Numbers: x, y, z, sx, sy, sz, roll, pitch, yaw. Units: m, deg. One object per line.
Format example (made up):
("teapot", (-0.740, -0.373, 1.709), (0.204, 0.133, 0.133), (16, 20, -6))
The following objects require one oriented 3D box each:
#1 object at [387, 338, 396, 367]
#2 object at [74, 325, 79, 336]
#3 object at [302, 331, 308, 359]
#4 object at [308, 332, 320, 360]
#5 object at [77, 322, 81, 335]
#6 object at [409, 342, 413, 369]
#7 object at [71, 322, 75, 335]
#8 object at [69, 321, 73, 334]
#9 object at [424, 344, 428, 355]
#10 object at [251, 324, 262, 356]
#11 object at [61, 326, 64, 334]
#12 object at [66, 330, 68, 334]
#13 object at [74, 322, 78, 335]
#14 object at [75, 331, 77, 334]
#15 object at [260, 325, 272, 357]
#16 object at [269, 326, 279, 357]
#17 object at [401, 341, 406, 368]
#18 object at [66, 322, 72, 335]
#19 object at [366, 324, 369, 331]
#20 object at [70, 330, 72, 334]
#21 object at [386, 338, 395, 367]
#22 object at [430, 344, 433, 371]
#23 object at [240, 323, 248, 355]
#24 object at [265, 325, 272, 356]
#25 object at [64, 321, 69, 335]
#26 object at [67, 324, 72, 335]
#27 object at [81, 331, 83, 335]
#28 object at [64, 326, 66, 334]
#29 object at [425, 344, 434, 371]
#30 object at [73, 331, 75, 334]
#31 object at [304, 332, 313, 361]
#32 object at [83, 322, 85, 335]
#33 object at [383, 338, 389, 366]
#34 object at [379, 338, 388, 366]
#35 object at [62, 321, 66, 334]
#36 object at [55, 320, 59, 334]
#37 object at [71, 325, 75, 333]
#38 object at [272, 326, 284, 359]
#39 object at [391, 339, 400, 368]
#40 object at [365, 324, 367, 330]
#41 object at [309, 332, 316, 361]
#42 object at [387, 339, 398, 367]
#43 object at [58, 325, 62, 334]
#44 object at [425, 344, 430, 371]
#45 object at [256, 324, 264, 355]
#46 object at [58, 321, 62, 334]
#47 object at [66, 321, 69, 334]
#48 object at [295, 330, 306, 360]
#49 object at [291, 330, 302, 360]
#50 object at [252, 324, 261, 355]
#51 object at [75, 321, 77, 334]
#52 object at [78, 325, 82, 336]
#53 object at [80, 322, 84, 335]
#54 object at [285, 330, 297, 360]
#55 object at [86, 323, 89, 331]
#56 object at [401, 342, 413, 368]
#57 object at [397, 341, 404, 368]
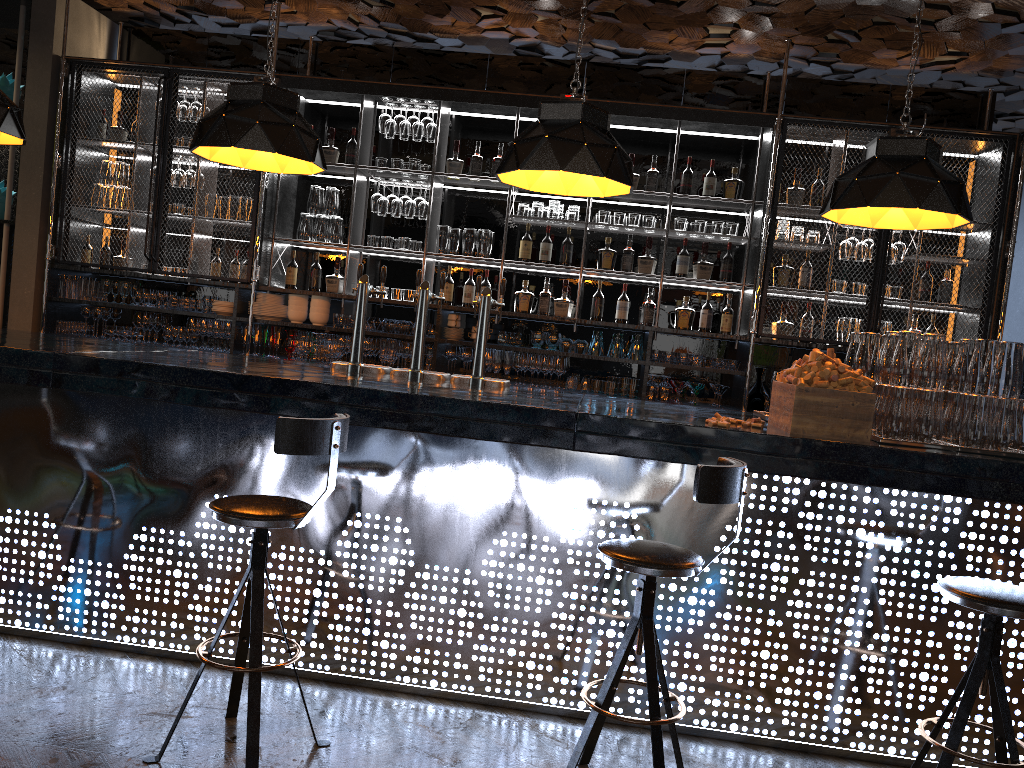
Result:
("object", (-0.914, -0.226, 6.653), (0.071, 0.226, 0.071), (5, 3, -23))
("object", (-3.271, -0.403, 6.655), (0.034, 0.080, 0.034), (4, 4, -27))
("object", (-1.581, -0.294, 6.702), (0.082, 0.213, 0.082), (5, 3, -18))
("object", (-1.486, -0.283, 6.691), (0.082, 0.213, 0.082), (8, 4, 36))
("object", (-3.304, -0.422, 6.759), (0.031, 0.098, 0.031), (8, 4, 27))
("object", (-0.736, -0.193, 6.478), (0.092, 0.218, 0.092), (4, 4, -34))
("object", (-3.311, -0.419, 6.685), (0.031, 0.098, 0.031), (4, 4, -33))
("object", (-3.349, -0.425, 6.719), (0.033, 0.101, 0.033), (5, 3, -13))
("object", (-0.655, -0.181, 6.417), (0.071, 0.217, 0.071), (7, 3, 14))
("object", (-1.885, -0.326, 6.543), (0.073, 0.229, 0.073), (6, 3, -6))
("object", (-3.393, -0.427, 6.691), (0.028, 0.097, 0.028), (8, 4, 30))
("object", (-3.387, -0.431, 6.761), (0.028, 0.097, 0.028), (8, 4, 30))
("object", (-3.310, -0.420, 6.719), (0.031, 0.098, 0.031), (4, 4, -39))
("object", (-3.373, -0.435, 6.858), (0.028, 0.097, 0.028), (7, 3, 10))
("object", (-1.805, -0.314, 6.485), (0.073, 0.229, 0.073), (6, 3, -6))
("object", (-1.753, -0.312, 6.548), (0.073, 0.229, 0.073), (6, 3, -6))
("object", (-0.814, -0.209, 6.619), (0.092, 0.218, 0.092), (4, 4, -34))
("object", (-3.319, -0.417, 6.645), (0.031, 0.098, 0.031), (5, 3, -21))
("object", (-1.073, -0.417, 6.507), (0.049, 0.048, 0.044), (6, 3, -7))
("object", (-3.381, -0.432, 6.793), (0.028, 0.097, 0.028), (9, 4, 40))
("object", (-0.912, -0.222, 6.573), (0.071, 0.226, 0.071), (5, 3, -23))
("object", (-0.598, -0.184, 6.575), (0.071, 0.217, 0.071), (7, 3, 14))
("object", (-1.952, -0.329, 6.479), (0.073, 0.229, 0.073), (6, 3, -6))
("object", (-1.801, -0.321, 6.618), (0.073, 0.229, 0.073), (6, 3, -6))
("object", (-3.322, -0.415, 6.607), (0.031, 0.098, 0.031), (9, 4, 44))
("object", (-3.278, -0.399, 6.563), (0.034, 0.080, 0.034), (7, 3, 19))
("object", (-3.331, -0.432, 6.883), (0.033, 0.101, 0.033), (4, 4, -30))
("object", (-3.389, -0.429, 6.724), (0.028, 0.097, 0.028), (6, 3, 3))
("object", (-0.597, -0.172, 6.372), (0.071, 0.217, 0.071), (7, 3, 14))
("object", (-3.376, -0.433, 6.829), (0.028, 0.097, 0.028), (5, 3, -20))
("object", (-1.507, -0.275, 6.514), (0.082, 0.213, 0.082), (5, 3, -18))
("object", (-3.299, -0.425, 6.832), (0.031, 0.098, 0.031), (4, 4, -38))
("object", (-0.925, -0.218, 6.481), (0.071, 0.226, 0.071), (5, 3, -23))
("object", (-0.932, -0.214, 6.397), (0.071, 0.226, 0.071), (5, 3, -23))
("object", (-3.357, -0.421, 6.638), (0.033, 0.101, 0.033), (5, 3, -14))
("object", (-3.400, -0.425, 6.625), (0.028, 0.097, 0.028), (6, 3, -5))
("object", (-3.275, -0.401, 6.606), (0.034, 0.080, 0.034), (4, 4, -30))
("object", (-1.709, -0.303, 6.471), (0.073, 0.229, 0.073), (6, 3, -6))
("object", (-0.855, -0.208, 6.431), (0.071, 0.226, 0.071), (5, 3, -23))
("object", (-1.085, -0.416, 6.459), (0.044, 0.048, 0.049), (9, 4, 38))
("object", (-1.490, -0.279, 6.605), (0.082, 0.213, 0.082), (8, 3, 26))
("object", (-0.864, -0.204, 6.351), (0.071, 0.226, 0.071), (5, 3, -23))
("object", (-3.395, -0.426, 6.658), (0.028, 0.097, 0.028), (4, 4, -35))
("object", (-0.617, -0.181, 6.497), (0.071, 0.217, 0.071), (7, 3, 14))
("object", (-1.909, -0.338, 6.730), (0.073, 0.229, 0.073), (6, 3, -6))
("object", (-3.363, -0.419, 6.593), (0.033, 0.101, 0.033), (8, 4, 30))
("object", (-3.354, -0.423, 6.676), (0.033, 0.101, 0.033), (6, 3, -3))
("object", (-1.586, -0.289, 6.613), (0.082, 0.213, 0.082), (4, 4, -35))
("object", (-1.597, -0.286, 6.526), (0.082, 0.213, 0.082), (6, 3, -2))
("object", (-1.916, -0.333, 6.622), (0.073, 0.229, 0.073), (6, 3, -6))
("object", (-3.343, -0.429, 6.803), (0.033, 0.101, 0.033), (6, 3, -11))
("object", (-3.268, -0.405, 6.695), (0.034, 0.080, 0.034), (7, 3, 14))
("object", (-3.300, -0.423, 6.794), (0.031, 0.098, 0.031), (8, 4, 37))
("object", (-1.609, -0.282, 6.437), (0.082, 0.213, 0.082), (8, 4, 35))
("object", (-3.297, -0.427, 6.868), (0.031, 0.098, 0.031), (7, 3, 10))
("object", (-0.763, -0.190, 6.372), (0.092, 0.218, 0.092), (4, 4, -34))
("object", (-0.831, -0.205, 6.513), (0.092, 0.218, 0.092), (4, 4, -34))
